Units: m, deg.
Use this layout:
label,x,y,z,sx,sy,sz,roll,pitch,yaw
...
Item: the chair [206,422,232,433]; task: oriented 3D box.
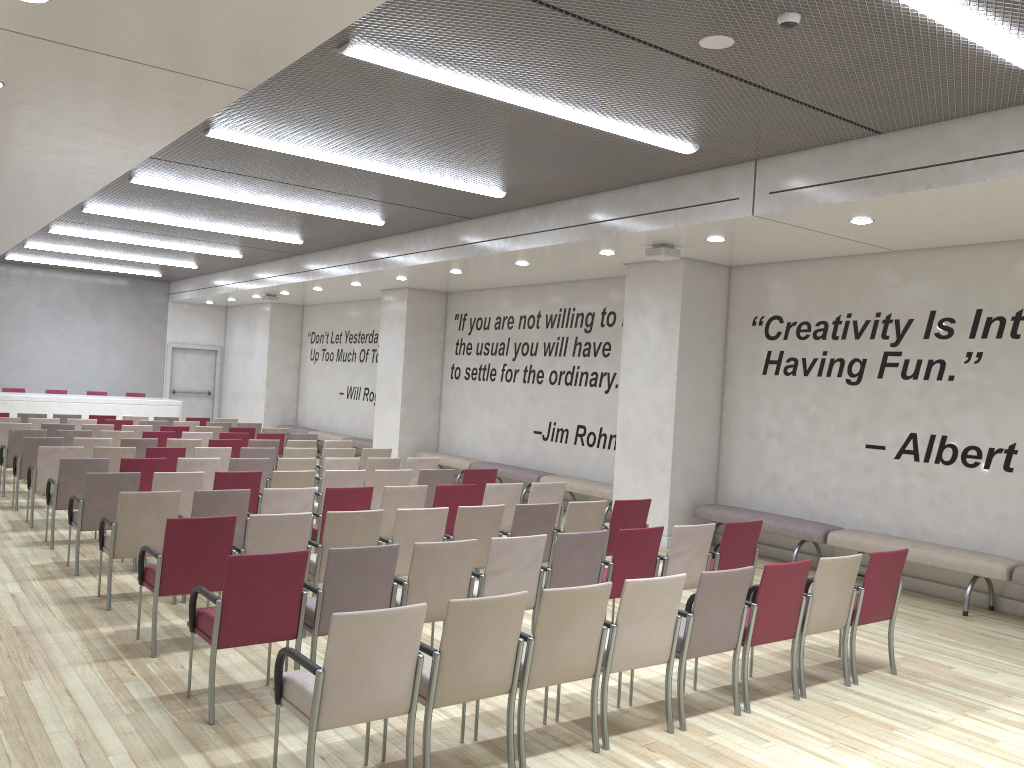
label,x,y,z,sx,sy,sz,roll,pitch,yaw
chair,-5.339,1.104,15.821,0.513,0.890,0.640,3,0,-36

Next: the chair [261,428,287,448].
label,x,y,z,sx,sy,sz,roll,pitch,yaw
chair,-4.188,1.172,15.152,0.513,0.890,0.640,3,0,-37

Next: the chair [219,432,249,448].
label,x,y,z,sx,sy,sz,roll,pitch,yaw
chair,-4.343,1.162,13.502,0.513,0.890,0.640,3,0,-36

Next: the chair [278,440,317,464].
label,x,y,z,sx,sy,sz,roll,pitch,yaw
chair,-3.176,1.231,12.839,0.513,0.890,0.640,3,0,-37

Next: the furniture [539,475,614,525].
label,x,y,z,sx,sy,sz,roll,pitch,yaw
furniture,1.109,1.654,12.616,0.530,0.550,1.833,3,0,-36

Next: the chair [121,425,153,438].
label,x,y,z,sx,sy,sz,roll,pitch,yaw
chair,-5.945,1.067,13.853,0.513,0.890,0.640,3,0,-36

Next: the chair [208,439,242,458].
label,x,y,z,sx,sy,sz,roll,pitch,yaw
chair,-4.063,1.178,12.204,0.513,0.890,0.640,3,0,-37

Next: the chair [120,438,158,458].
label,x,y,z,sx,sy,sz,roll,pitch,yaw
chair,-4.938,1.126,11.541,0.513,0.890,0.640,3,0,-36

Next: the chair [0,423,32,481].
label,x,y,z,sx,sy,sz,roll,pitch,yaw
chair,-7.280,0.987,12.871,0.513,0.890,0.640,3,0,-35

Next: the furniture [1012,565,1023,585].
label,x,y,z,sx,sy,sz,roll,pitch,yaw
furniture,5.087,1.888,7.179,0.530,0.550,1.833,3,0,-36

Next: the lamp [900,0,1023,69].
label,x,y,z,sx,sy,sz,roll,pitch,yaw
lamp,1.920,-2.009,4.449,3.304,0.045,0.198,3,0,-36

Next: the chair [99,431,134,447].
label,x,y,z,sx,sy,sz,roll,pitch,yaw
chair,-5.671,1.083,12.537,0.513,0.890,0.640,3,0,-36

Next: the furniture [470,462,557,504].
label,x,y,z,sx,sy,sz,roll,pitch,yaw
furniture,0.015,1.589,14.112,0.530,0.550,1.833,3,0,-36

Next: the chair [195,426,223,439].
label,x,y,z,sx,sy,sz,roll,pitch,yaw
chair,-5.071,1.119,14.506,0.513,0.890,0.640,3,0,-37

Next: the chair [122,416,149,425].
label,x,y,z,sx,sy,sz,roll,pitch,yaw
chair,-6.955,1.008,16.174,0.513,0.890,0.640,3,0,-36

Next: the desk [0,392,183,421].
label,x,y,z,sx,sy,sz,roll,pitch,yaw
desk,-9.312,0.793,19.406,3.652,1.042,1.456,3,0,-36

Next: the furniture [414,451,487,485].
label,x,y,z,sx,sy,sz,roll,pitch,yaw
furniture,-1.081,1.525,15.611,0.530,0.550,1.833,3,0,-36

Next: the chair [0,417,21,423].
label,x,y,z,sx,sy,sz,roll,pitch,yaw
chair,-8.007,0.945,13.879,0.513,0.890,0.640,3,0,-37

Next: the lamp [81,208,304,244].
label,x,y,z,sx,sy,sz,roll,pitch,yaw
lamp,-4.806,-2.405,13.643,3.304,0.045,0.198,3,0,-36

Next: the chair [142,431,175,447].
label,x,y,z,sx,sy,sz,roll,pitch,yaw
chair,-5.227,1.109,12.874,0.513,0.890,0.640,3,0,-37

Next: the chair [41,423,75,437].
label,x,y,z,sx,sy,sz,roll,pitch,yaw
chair,-6.833,1.014,13.202,0.513,0.890,0.640,3,0,-37

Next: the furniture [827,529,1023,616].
label,x,y,z,sx,sy,sz,roll,pitch,yaw
furniture,3.993,1.823,8.675,0.530,0.550,1.833,3,0,-36

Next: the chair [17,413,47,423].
label,x,y,z,sx,sy,sz,roll,pitch,yaw
chair,-8.283,0.929,15.190,0.513,0.890,0.640,3,0,-36

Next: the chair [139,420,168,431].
label,x,y,z,sx,sy,sz,roll,pitch,yaw
chair,-6.227,1.051,15.172,0.513,0.890,0.640,3,0,-36

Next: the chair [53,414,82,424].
label,x,y,z,sx,sy,sz,roll,pitch,yaw
chair,-7.853,0.954,15.520,0.513,0.890,0.640,3,0,-35

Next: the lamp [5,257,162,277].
label,x,y,z,sx,sy,sz,roll,pitch,yaw
lamp,-9.845,-2.701,20.531,3.304,0.045,0.198,3,0,-36

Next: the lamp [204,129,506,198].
label,x,y,z,sx,sy,sz,roll,pitch,yaw
lamp,-1.452,-2.207,9.058,3.304,0.045,0.198,3,0,-36

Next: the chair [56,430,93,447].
label,x,y,z,sx,sy,sz,roll,pitch,yaw
chair,-6.107,1.057,12.215,0.513,0.890,0.640,3,0,-37

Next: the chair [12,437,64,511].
label,x,y,z,sx,sy,sz,roll,pitch,yaw
chair,-5.828,1.073,10.904,0.513,0.890,0.640,3,0,-35

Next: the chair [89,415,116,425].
label,x,y,z,sx,sy,sz,roll,pitch,yaw
chair,-7.400,0.981,15.842,0.513,0.890,0.640,3,0,-37

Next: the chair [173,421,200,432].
label,x,y,z,sx,sy,sz,roll,pitch,yaw
chair,-5.797,1.076,15.502,0.513,0.890,0.640,3,0,-37

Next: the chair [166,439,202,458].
label,x,y,z,sx,sy,sz,roll,pitch,yaw
chair,-4.490,1.153,11.867,0.513,0.890,0.640,3,0,-36

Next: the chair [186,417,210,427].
label,x,y,z,sx,sy,sz,roll,pitch,yaw
chair,-6.064,1.061,16.818,0.513,0.890,0.640,3,0,-37

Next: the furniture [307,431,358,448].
label,x,y,z,sx,sy,sz,roll,pitch,yaw
furniture,-3.954,1.356,19.538,0.530,0.550,1.833,3,0,-36

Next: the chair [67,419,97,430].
label,x,y,z,sx,sy,sz,roll,pitch,yaw
chair,-7.126,0.997,14.527,0.513,0.890,0.640,3,0,-37

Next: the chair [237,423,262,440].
label,x,y,z,sx,sy,sz,roll,pitch,yaw
chair,-4.896,1.130,16.143,0.513,0.890,0.640,3,0,-36

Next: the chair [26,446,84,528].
label,x,y,z,sx,sy,sz,roll,pitch,yaw
chair,-5.104,1.115,9.902,0.513,0.890,0.640,3,0,-36

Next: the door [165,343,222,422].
label,x,y,z,sx,sy,sz,roll,pitch,yaw
door,-8.558,0.159,23.707,1.400,2.400,0.200,3,0,-36

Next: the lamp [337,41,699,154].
label,x,y,z,sx,sy,sz,roll,pitch,yaw
lamp,0.229,-2.108,6.760,3.304,0.045,0.198,3,0,-36

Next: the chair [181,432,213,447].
label,x,y,z,sx,sy,sz,roll,pitch,yaw
chair,-4.786,1.136,13.187,0.513,0.890,0.640,3,0,-36

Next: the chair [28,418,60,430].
label,x,y,z,sx,sy,sz,roll,pitch,yaw
chair,-7.558,0.971,14.195,0.513,0.890,0.640,3,0,-36

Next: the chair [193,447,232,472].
label,x,y,z,sx,sy,sz,roll,pitch,yaw
chair,-3.783,1.194,10.882,0.513,0.890,0.640,3,0,-37

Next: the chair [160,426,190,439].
label,x,y,z,sx,sy,sz,roll,pitch,yaw
chair,-5.496,1.094,14.181,0.513,0.890,0.640,3,0,-37

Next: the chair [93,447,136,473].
label,x,y,z,sx,sy,sz,roll,pitch,yaw
chair,-4.665,1.142,10.222,0.513,0.890,0.640,3,0,-36

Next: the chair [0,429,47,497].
label,x,y,z,sx,sy,sz,roll,pitch,yaw
chair,-6.557,1.030,11.892,0.513,0.890,0.640,3,0,-37

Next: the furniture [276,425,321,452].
label,x,y,z,sx,sy,sz,roll,pitch,yaw
furniture,-5.050,1.291,21.036,0.530,0.550,1.833,3,0,-36

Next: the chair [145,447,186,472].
label,x,y,z,sx,sy,sz,roll,pitch,yaw
chair,-4.215,1.169,10.550,0.513,0.890,0.640,3,0,-36

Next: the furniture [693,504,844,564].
label,x,y,z,sx,sy,sz,roll,pitch,yaw
furniture,2.896,1.759,10.174,0.530,0.550,1.833,3,0,-36

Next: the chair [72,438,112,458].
label,x,y,z,sx,sy,sz,roll,pitch,yaw
chair,-5.380,1.100,11.215,0.513,0.890,0.640,3,0,-36

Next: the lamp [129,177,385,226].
label,x,y,z,sx,sy,sz,roll,pitch,yaw
lamp,-3.141,-2.307,11.368,3.304,0.045,0.198,3,0,-36

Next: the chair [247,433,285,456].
label,x,y,z,sx,sy,sz,roll,pitch,yaw
chair,-3.891,1.189,13.846,0.513,0.890,0.640,3,0,-36

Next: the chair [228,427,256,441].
label,x,y,z,sx,sy,sz,roll,pitch,yaw
chair,-4.632,1.145,14.830,0.513,0.890,0.640,3,0,-36

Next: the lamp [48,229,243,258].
label,x,y,z,sx,sy,sz,roll,pitch,yaw
lamp,-6.506,-2.505,15.967,3.304,0.045,0.198,3,0,-36

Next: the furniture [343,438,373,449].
label,x,y,z,sx,sy,sz,roll,pitch,yaw
furniture,-2.859,1.420,18.042,0.530,0.550,1.833,3,0,-36

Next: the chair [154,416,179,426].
label,x,y,z,sx,sy,sz,roll,pitch,yaw
chair,-6.517,1.034,16.483,0.513,0.890,0.640,3,0,-35

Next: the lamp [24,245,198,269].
label,x,y,z,sx,sy,sz,roll,pitch,yaw
lamp,-8.162,-2.602,18.231,3.304,0.045,0.198,3,0,-36

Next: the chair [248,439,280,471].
label,x,y,z,sx,sy,sz,roll,pitch,yaw
chair,-3.625,1.204,12.519,0.513,0.890,0.640,3,0,-36

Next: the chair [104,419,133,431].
label,x,y,z,sx,sy,sz,roll,pitch,yaw
chair,-6.677,1.024,14.861,0.513,0.890,0.640,3,0,-36

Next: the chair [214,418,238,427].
label,x,y,z,sx,sy,sz,roll,pitch,yaw
chair,-5.632,1.087,17.129,0.513,0.890,0.640,3,0,-36

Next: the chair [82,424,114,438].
label,x,y,z,sx,sy,sz,roll,pitch,yaw
chair,-6.403,1.040,13.531,0.513,0.890,0.640,3,0,-37
